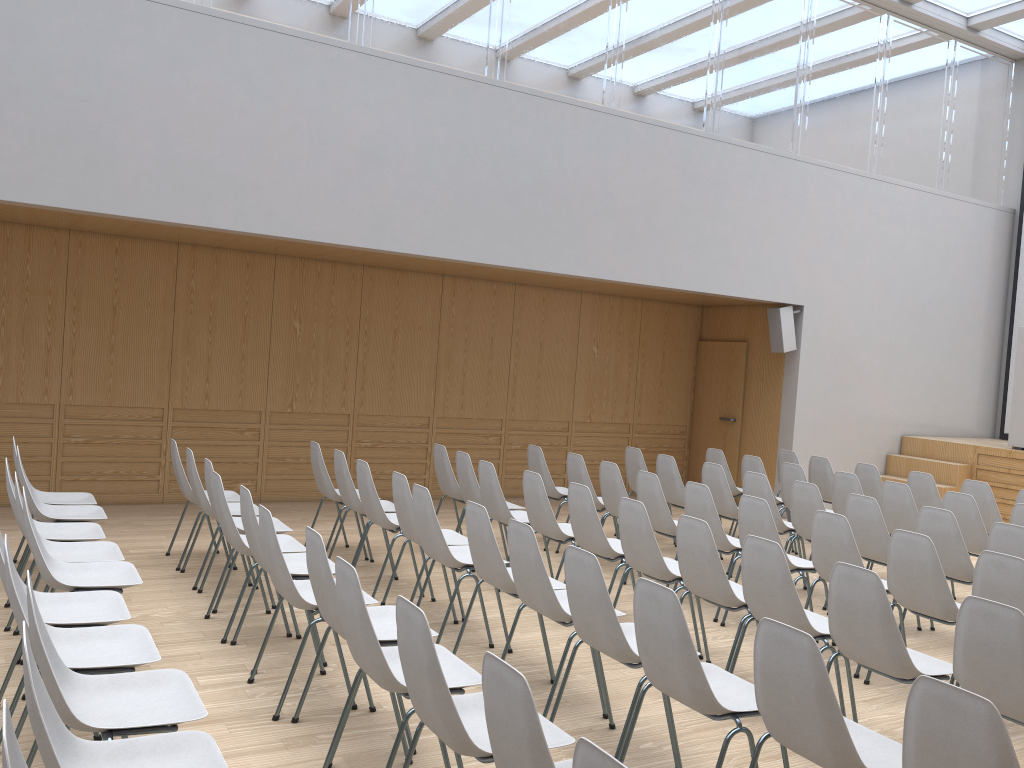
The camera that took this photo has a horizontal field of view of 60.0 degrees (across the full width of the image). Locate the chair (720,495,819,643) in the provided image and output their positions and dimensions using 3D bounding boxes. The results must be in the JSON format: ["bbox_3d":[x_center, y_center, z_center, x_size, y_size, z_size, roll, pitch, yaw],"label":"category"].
[{"bbox_3d":[1.673,1.141,5.592,0.505,0.876,0.479,3,2,-30],"label":"chair"}]

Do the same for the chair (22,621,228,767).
[{"bbox_3d":[-0.991,1.042,2.276,0.505,0.876,0.479,3,2,-30],"label":"chair"}]

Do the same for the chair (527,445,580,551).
[{"bbox_3d":[0.382,0.985,7.860,0.505,0.876,0.479,3,2,-30],"label":"chair"}]

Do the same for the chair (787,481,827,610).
[{"bbox_3d":[2.313,1.160,6.569,0.505,0.876,0.479,3,2,-30],"label":"chair"}]

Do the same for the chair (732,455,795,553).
[{"bbox_3d":[2.421,1.117,8.399,0.505,0.876,0.479,3,2,-30],"label":"chair"}]

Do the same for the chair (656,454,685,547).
[{"bbox_3d":[1.526,1.067,7.869,0.505,0.876,0.479,3,2,-30],"label":"chair"}]

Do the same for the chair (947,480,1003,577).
[{"bbox_3d":[4.076,1.259,7.567,0.505,0.876,0.479,3,2,-30],"label":"chair"}]

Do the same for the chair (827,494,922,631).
[{"bbox_3d":[2.519,1.190,6.042,0.505,0.876,0.479,3,2,-30],"label":"chair"}]

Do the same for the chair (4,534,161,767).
[{"bbox_3d":[-1.546,0.977,3.170,0.505,0.876,0.479,3,2,-30],"label":"chair"}]

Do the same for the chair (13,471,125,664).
[{"bbox_3d":[-2.255,0.888,4.498,0.505,0.876,0.479,3,2,-30],"label":"chair"}]

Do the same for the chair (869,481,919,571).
[{"bbox_3d":[3.163,1.209,7.013,0.505,0.876,0.479,3,2,-30],"label":"chair"}]

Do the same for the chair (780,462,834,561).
[{"bbox_3d":[2.646,1.146,7.921,0.505,0.876,0.479,3,2,-30],"label":"chair"}]

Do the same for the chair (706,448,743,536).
[{"bbox_3d":[2.184,1.086,8.871,0.505,0.876,0.479,3,2,-30],"label":"chair"}]

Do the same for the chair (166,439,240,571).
[{"bbox_3d":[-2.198,0.840,6.377,0.505,0.876,0.479,3,2,-30],"label":"chair"}]

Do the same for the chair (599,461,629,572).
[{"bbox_3d":[0.933,1.049,6.974,0.505,0.876,0.479,3,2,-30],"label":"chair"}]

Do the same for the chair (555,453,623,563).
[{"bbox_3d":[0.702,1.020,7.416,0.505,0.876,0.479,3,2,-30],"label":"chair"}]

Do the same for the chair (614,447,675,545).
[{"bbox_3d":[1.311,1.038,8.367,0.505,0.876,0.479,3,2,-30],"label":"chair"}]

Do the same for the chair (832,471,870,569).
[{"bbox_3d":[2.955,1.180,7.497,0.505,0.876,0.479,3,2,-30],"label":"chair"}]

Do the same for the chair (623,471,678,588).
[{"bbox_3d":[1.157,1.079,6.498,0.505,0.876,0.479,3,2,-30],"label":"chair"}]

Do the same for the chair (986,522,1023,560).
[{"bbox_3d":[3.043,1.251,5.205,0.505,0.876,0.479,3,2,-30],"label":"chair"}]

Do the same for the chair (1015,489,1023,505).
[{"bbox_3d":[4.284,1.287,7.105,0.505,0.876,0.479,3,2,-30],"label":"chair"}]

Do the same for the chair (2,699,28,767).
[{"bbox_3d":[-0.770,1.071,1.806,0.505,0.876,0.479,3,2,-30],"label":"chair"}]

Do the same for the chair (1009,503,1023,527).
[{"bbox_3d":[3.719,1.272,6.174,0.505,0.876,0.479,3,2,-30],"label":"chair"}]

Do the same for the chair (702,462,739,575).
[{"bbox_3d":[1.842,1.101,7.453,0.505,0.876,0.479,3,2,-30],"label":"chair"}]

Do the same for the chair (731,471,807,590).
[{"bbox_3d":[2.061,1.131,6.971,0.505,0.876,0.479,3,2,-30],"label":"chair"}]

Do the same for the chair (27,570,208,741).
[{"bbox_3d":[-1.232,1.011,2.737,0.505,0.876,0.479,3,2,-30],"label":"chair"}]

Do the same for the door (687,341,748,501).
[{"bbox_3d":[2.560,0.472,11.252,0.108,2.025,0.873,3,2,-30],"label":"door"}]

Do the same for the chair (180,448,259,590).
[{"bbox_3d":[-1.927,0.872,5.941,0.505,0.876,0.479,3,2,-30],"label":"chair"}]

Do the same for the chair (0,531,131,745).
[{"bbox_3d":[-1.836,0.944,3.596,0.505,0.876,0.479,3,2,-30],"label":"chair"}]

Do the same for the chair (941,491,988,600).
[{"bbox_3d":[3.445,1.241,6.599,0.505,0.876,0.479,3,2,-30],"label":"chair"}]

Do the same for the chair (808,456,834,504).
[{"bbox_3d":[3.212,1.161,8.863,0.505,0.876,0.479,3,2,-30],"label":"chair"}]

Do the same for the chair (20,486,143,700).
[{"bbox_3d":[-2.000,0.918,4.107,0.505,0.876,0.479,3,2,-30],"label":"chair"}]

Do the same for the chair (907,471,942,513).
[{"bbox_3d":[3.804,1.228,7.987,0.505,0.876,0.479,3,2,-30],"label":"chair"}]

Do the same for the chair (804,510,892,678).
[{"bbox_3d":[1.994,1.176,5.167,0.505,0.876,0.479,3,2,-30],"label":"chair"}]

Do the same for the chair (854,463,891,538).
[{"bbox_3d":[3.503,1.194,8.434,0.505,0.876,0.479,3,2,-30],"label":"chair"}]

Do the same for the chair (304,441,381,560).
[{"bbox_3d":[-1.317,0.889,6.888,0.505,0.876,0.479,3,2,-30],"label":"chair"}]

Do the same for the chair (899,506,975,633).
[{"bbox_3d":[2.841,1.223,5.677,0.505,0.876,0.479,3,2,-30],"label":"chair"}]

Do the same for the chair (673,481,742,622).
[{"bbox_3d":[1.425,1.110,6.070,0.505,0.876,0.479,3,2,-30],"label":"chair"}]

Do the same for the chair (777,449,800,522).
[{"bbox_3d":[3.039,1.135,9.331,0.505,0.876,0.479,3,2,-30],"label":"chair"}]
